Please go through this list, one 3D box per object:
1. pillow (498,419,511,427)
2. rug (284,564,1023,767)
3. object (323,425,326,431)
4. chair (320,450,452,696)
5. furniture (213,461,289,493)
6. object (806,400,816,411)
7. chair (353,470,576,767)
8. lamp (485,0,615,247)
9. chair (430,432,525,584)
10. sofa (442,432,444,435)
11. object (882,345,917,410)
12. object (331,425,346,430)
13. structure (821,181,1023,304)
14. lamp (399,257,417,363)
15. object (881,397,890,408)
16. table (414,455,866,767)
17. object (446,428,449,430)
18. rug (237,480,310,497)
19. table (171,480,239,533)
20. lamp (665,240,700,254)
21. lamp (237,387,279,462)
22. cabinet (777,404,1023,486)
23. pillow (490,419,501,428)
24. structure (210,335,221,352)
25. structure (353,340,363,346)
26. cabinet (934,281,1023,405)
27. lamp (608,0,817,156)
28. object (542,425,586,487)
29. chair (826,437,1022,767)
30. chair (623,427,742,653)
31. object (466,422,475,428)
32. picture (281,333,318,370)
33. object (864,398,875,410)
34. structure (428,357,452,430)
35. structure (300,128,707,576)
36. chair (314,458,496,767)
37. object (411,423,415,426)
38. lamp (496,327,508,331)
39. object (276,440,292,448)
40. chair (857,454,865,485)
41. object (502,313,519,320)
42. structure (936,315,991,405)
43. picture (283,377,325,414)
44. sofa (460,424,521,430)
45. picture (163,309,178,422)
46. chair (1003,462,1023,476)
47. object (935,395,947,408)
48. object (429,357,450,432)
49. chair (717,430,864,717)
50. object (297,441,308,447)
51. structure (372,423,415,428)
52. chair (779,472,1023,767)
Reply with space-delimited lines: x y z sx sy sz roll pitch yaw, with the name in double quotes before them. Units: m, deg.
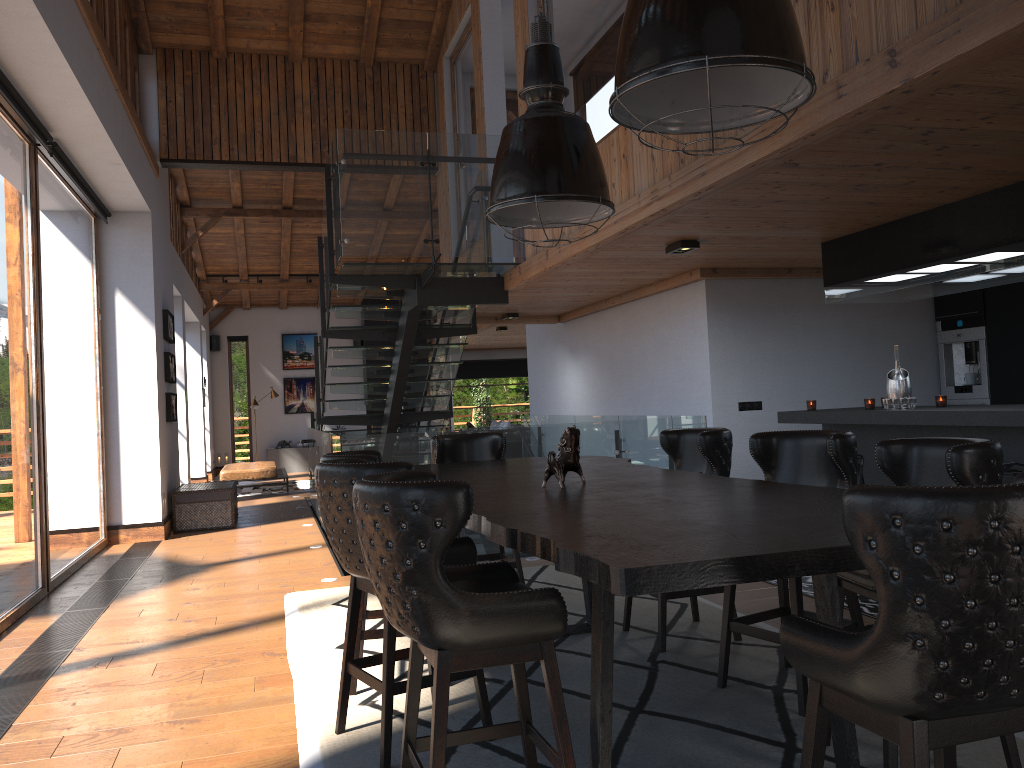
"pillow" -0.167 0.955 18.228 0.285 0.469 0.525 -2 -2 -13
"rug" 0.320 1.352 4.044 2.569 0.047 5.592 -2 -1 -16
"object" -4.307 1.132 19.817 0.422 0.532 0.262 -4 -2 42
"chair" -0.595 0.862 4.181 0.570 1.092 0.502 -3 -2 -7
"furniture" -4.570 1.625 15.586 1.183 0.437 2.740 -2 -1 -16
"object" 2.406 0.172 7.118 0.078 0.081 0.080 -3 -2 19
"chair" -0.135 0.793 2.472 0.572 1.092 0.500 -2 -2 -17
"lamp" 0.076 -3.007 4.309 0.615 4.687 0.628 -4 -2 29
"chair" -0.236 0.866 5.635 0.508 1.092 0.564 -2 -2 -17
"sofa" -1.540 1.281 15.787 2.584 0.838 1.230 -2 -2 -17
"object" 2.727 -0.048 6.262 0.227 0.453 0.223 -2 -2 -16
"object" -3.903 1.143 20.005 0.340 0.455 0.335 -3 -2 9
"structure" 3.143 -0.917 5.305 0.716 0.476 3.227 -2 -1 -16
"lamp" -2.202 -1.449 17.946 0.264 2.202 0.795 -2 -2 -25
"object" 2.855 0.142 6.759 0.078 0.081 0.080 -4 -2 39
"table" 0.325 0.889 3.733 1.439 0.950 3.770 -2 -1 -16
"object" -1.509 1.411 20.409 0.270 0.795 0.260 -2 -2 -33
"rug" -3.260 1.757 15.766 3.833 0.053 2.415 -2 -1 -16
"table" -3.694 1.463 10.735 0.689 0.470 1.245 -2 -1 -16
"lamp" 1.240 -1.002 6.457 0.156 0.068 0.259 -2 -1 -16
"lamp" -5.345 1.002 18.674 0.526 1.899 1.324 -3 -2 5
"cabinet" 3.261 0.679 5.068 0.895 1.104 4.767 -2 -1 -16
"pillow" -0.349 0.978 18.878 0.285 0.469 0.525 -2 -2 -13
"structure" -6.537 -0.895 19.516 0.215 0.349 0.212 -2 -2 -16
"structure" -3.551 -1.021 20.419 0.215 0.349 0.212 -2 -2 -16
"cabinet" 5.221 -0.045 5.560 0.547 2.381 6.385 -2 -1 -16
"lamp" 0.500 -3.061 2.787 0.615 4.687 0.628 -4 -2 29
"object" 0.206 0.299 3.675 0.114 0.253 0.223 -4 -2 37
"chair" 1.363 0.740 2.979 0.570 1.092 0.502 -3 -2 -7
"chair" 0.902 0.790 4.688 0.572 1.092 0.500 -2 -2 -17
"object" -0.916 0.996 19.803 0.148 0.319 0.250 -4 -2 25
"picture" -4.761 -0.736 20.123 0.885 0.816 0.035 -2 -2 -17
"object" 2.619 0.148 6.487 0.078 0.081 0.080 -4 -2 39
"structure" -1.725 0.507 20.710 0.505 2.618 0.508 -2 -2 -16
"structure" -2.884 1.216 8.288 9.273 6.401 10.948 -2 -1 -16
"chair" -0.440 0.827 3.378 0.574 1.092 0.498 -2 -2 -32
"object" -2.216 1.320 19.999 0.304 1.018 0.311 -4 -2 29
"lamp" -0.191 -1.022 16.421 0.156 0.068 0.259 -2 -1 -16
"object" -5.049 1.333 19.657 0.401 0.183 0.228 -3 -2 27
"chair" 2.406 0.879 6.339 0.472 0.840 0.535 -2 -2 -16
"object" -0.023 -0.843 10.991 0.156 0.068 0.259 -2 -1 -16
"structure" 4.258 -0.143 8.287 0.257 0.946 0.593 -2 -2 -16
"picture" -4.713 0.258 20.089 0.885 0.816 0.035 -2 -2 -17
"sofa" -0.253 1.274 18.391 1.248 0.838 2.547 -2 -1 -16
"picture" -4.110 -0.202 10.665 0.059 1.313 0.768 -2 -2 -16
"chair" 2.789 0.828 4.858 0.471 0.840 0.536 -2 -2 -10
"object" 3.008 0.123 6.211 0.078 0.081 0.080 -4 -2 39
"object" -1.734 0.514 20.716 0.497 2.613 0.463 -2 -2 -17
"chair" 1.207 0.755 3.782 0.574 1.092 0.498 -2 -2 -32
"object" -4.672 1.329 19.790 0.282 0.161 0.257 -2 -1 -14
"structure" -2.696 1.096 20.253 0.989 0.514 0.182 -2 -2 -17
"chair" 0.890 0.728 1.800 0.508 1.092 0.564 -2 -2 -17
